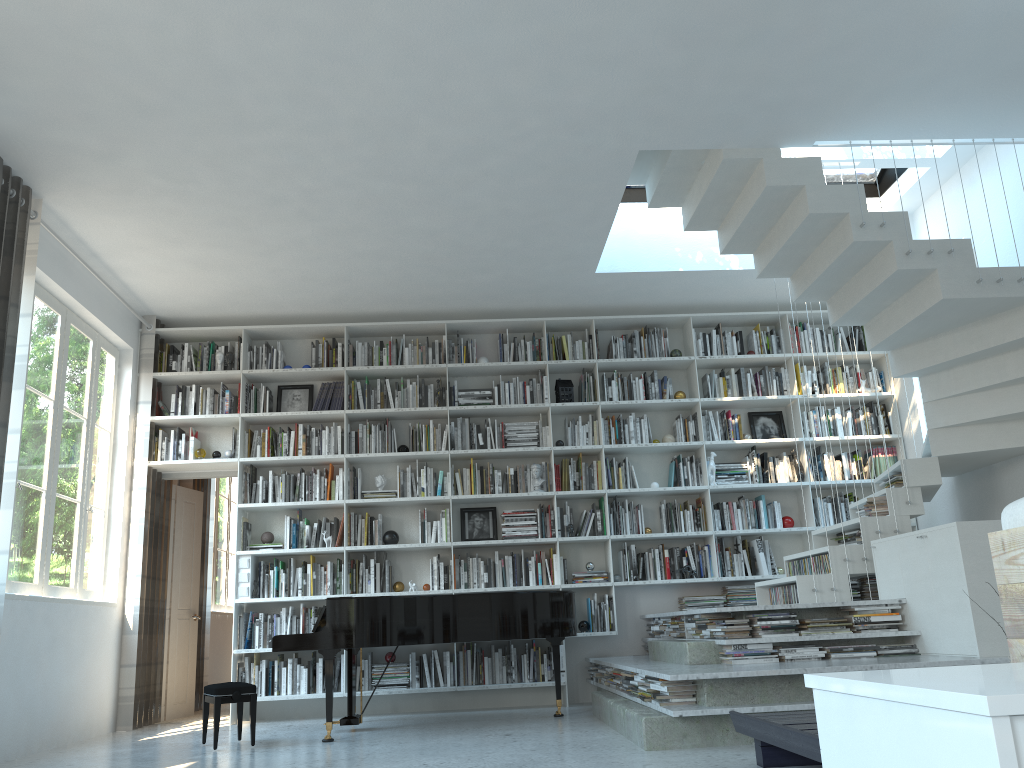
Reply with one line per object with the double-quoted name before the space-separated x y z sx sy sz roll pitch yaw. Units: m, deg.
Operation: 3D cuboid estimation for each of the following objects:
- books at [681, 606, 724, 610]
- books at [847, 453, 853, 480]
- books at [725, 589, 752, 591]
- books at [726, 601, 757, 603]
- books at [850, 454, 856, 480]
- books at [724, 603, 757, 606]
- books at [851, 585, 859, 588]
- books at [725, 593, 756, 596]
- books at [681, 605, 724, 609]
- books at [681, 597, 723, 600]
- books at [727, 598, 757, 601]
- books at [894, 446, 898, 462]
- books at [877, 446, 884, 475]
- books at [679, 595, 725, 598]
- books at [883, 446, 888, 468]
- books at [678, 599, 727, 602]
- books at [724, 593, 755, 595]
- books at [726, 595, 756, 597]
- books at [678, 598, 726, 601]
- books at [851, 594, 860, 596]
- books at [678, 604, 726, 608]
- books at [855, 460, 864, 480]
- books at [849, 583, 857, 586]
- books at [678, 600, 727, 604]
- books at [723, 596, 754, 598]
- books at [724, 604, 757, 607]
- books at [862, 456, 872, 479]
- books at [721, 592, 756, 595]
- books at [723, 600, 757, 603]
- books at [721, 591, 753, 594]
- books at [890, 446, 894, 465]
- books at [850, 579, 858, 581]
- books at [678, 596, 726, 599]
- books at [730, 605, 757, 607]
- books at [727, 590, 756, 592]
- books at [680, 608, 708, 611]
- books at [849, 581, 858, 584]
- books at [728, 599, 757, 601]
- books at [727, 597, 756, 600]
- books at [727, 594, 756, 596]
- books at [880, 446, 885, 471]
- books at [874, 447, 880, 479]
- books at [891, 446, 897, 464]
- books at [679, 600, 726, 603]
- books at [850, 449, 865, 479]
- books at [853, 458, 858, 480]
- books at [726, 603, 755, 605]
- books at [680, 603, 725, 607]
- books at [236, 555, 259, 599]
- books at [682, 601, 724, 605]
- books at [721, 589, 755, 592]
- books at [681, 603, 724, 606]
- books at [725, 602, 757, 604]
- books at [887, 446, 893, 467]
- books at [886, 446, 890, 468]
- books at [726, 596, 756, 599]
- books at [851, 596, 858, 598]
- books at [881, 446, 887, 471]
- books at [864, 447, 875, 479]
"books" 1.536 1.810 7.162 0.308 0.008 0.195 -3 -16 0
"books" 2.853 0.724 7.532 0.012 0.253 0.161 -2 -15 -3
"books" 1.866 1.675 7.214 0.254 0.005 0.161 0 -16 -8
"books" 1.870 1.768 7.191 0.254 0.007 0.161 -1 -16 -7
"books" 2.872 0.727 7.536 0.025 0.248 0.134 -2 -15 -3
"books" 1.872 1.788 7.183 0.285 0.007 0.160 -3 -16 1
"books" 2.629 1.669 7.253 0.354 0.017 0.198 -3 -16 1
"books" 1.864 1.714 7.212 0.254 0.005 0.161 -2 -16 -4
"books" 1.535 1.804 7.169 0.308 0.008 0.195 -2 -16 -2
"books" 1.536 1.739 7.187 0.308 0.008 0.195 -2 -16 -2
"books" 1.869 1.748 7.194 0.285 0.007 0.160 0 -16 -8
"books" 3.240 0.688 7.545 0.018 0.292 0.170 -2 -15 -3
"books" 3.096 0.688 7.523 0.018 0.292 0.170 -2 -15 -3
"books" 1.535 1.725 7.191 0.345 0.007 0.194 -2 -16 -2
"books" 3.150 0.689 7.535 0.018 0.292 0.170 -2 -15 -3
"books" 1.537 1.751 7.175 0.345 0.007 0.194 0 -16 -8
"books" 1.864 1.709 7.214 0.285 0.005 0.160 -2 -16 -2
"books" 1.865 1.725 7.212 0.254 0.005 0.161 -2 -16 -3
"books" 1.537 1.746 7.185 0.345 0.007 0.194 -2 -16 -2
"books" 2.630 1.732 7.242 0.354 0.008 0.198 -1 -16 -6
"books" 1.536 1.797 7.171 0.345 0.007 0.194 -1 -16 -5
"books" 2.914 0.748 7.494 0.024 0.180 0.191 -2 -15 -3
"books" 2.628 1.653 7.261 0.315 0.018 0.200 -1 -16 -7
"books" 1.538 1.767 7.177 0.345 0.007 0.194 -1 -16 -6
"books" 1.868 1.731 7.211 0.285 0.007 0.160 -2 -16 -3
"books" 1.870 1.795 7.184 0.285 0.007 0.160 -1 -16 -7
"books" 2.995 0.735 7.518 0.088 0.216 0.167 -2 -15 -3
"books" 1.864 1.704 7.215 0.285 0.005 0.160 -2 -16 -4
"books" 1.870 1.762 7.193 0.285 0.007 0.160 -1 -16 -7
"books" 1.864 1.691 7.211 0.285 0.005 0.160 -1 -16 -7
"books" 3.204 0.689 7.543 0.018 0.292 0.170 -2 -15 -3
"books" 2.626 1.623 7.281 0.354 0.017 0.198 -2 -16 -3
"books" 1.536 1.732 7.189 0.345 0.007 0.194 -1 -16 -5
"books" 1.870 1.803 7.189 0.254 0.007 0.161 -2 -16 -2
"books" 1.867 1.686 7.213 0.254 0.005 0.161 -3 -16 0
"books" 1.536 1.816 7.157 0.345 0.007 0.194 -3 -16 1
"books" 2.627 1.637 7.271 0.354 0.017 0.198 -2 -16 -2
"books" 1.869 1.757 7.201 0.254 0.007 0.161 -2 -16 -2
"books" 1.869 1.744 7.205 0.254 0.007 0.161 -2 -16 -2
"books" 1.865 1.719 7.209 0.285 0.005 0.160 -1 -16 -5
"books" 3.113 0.692 7.537 0.018 0.292 0.170 -2 -15 -3
"books" 3.071 0.693 7.535 0.033 0.293 0.170 -2 -15 -3
"books" 3.223 0.685 7.534 0.018 0.292 0.170 -2 -15 -3
"books" 1.537 1.761 7.181 0.345 0.007 0.194 -2 -16 -2
"books" 2.935 0.708 7.534 0.026 0.277 0.170 -2 -15 -3
"books" 2.892 0.747 7.535 0.014 0.206 0.138 -2 -15 -3
"books" 1.872 1.782 7.188 0.254 0.007 0.161 -1 -16 -7
"books" 1.536 1.788 7.166 0.308 0.008 0.195 0 -16 -8
"books" -2.087 1.534 7.007 0.106 0.339 0.308 -2 -15 -3
"books" 1.538 1.773 7.170 0.308 0.008 0.195 -3 -16 1
"books" 1.866 1.682 7.216 0.285 0.005 0.160 -1 -16 -6
"books" 1.535 1.784 7.180 0.308 0.008 0.195 -2 -16 -3
"books" 1.871 1.776 7.194 0.285 0.007 0.160 -2 -16 -2
"books" 3.186 0.688 7.537 0.018 0.292 0.170 -2 -15 -3
"books" 3.168 0.690 7.540 0.018 0.292 0.170 -2 -15 -3
"books" 1.868 1.737 7.207 0.285 0.007 0.160 -2 -16 -2
"books" 2.630 1.750 7.240 0.320 0.009 0.203 -1 -16 -5
"books" 3.131 0.691 7.538 0.018 0.292 0.170 -2 -15 -3
"books" 3.033 0.697 7.532 0.072 0.290 0.170 -2 -15 -3
